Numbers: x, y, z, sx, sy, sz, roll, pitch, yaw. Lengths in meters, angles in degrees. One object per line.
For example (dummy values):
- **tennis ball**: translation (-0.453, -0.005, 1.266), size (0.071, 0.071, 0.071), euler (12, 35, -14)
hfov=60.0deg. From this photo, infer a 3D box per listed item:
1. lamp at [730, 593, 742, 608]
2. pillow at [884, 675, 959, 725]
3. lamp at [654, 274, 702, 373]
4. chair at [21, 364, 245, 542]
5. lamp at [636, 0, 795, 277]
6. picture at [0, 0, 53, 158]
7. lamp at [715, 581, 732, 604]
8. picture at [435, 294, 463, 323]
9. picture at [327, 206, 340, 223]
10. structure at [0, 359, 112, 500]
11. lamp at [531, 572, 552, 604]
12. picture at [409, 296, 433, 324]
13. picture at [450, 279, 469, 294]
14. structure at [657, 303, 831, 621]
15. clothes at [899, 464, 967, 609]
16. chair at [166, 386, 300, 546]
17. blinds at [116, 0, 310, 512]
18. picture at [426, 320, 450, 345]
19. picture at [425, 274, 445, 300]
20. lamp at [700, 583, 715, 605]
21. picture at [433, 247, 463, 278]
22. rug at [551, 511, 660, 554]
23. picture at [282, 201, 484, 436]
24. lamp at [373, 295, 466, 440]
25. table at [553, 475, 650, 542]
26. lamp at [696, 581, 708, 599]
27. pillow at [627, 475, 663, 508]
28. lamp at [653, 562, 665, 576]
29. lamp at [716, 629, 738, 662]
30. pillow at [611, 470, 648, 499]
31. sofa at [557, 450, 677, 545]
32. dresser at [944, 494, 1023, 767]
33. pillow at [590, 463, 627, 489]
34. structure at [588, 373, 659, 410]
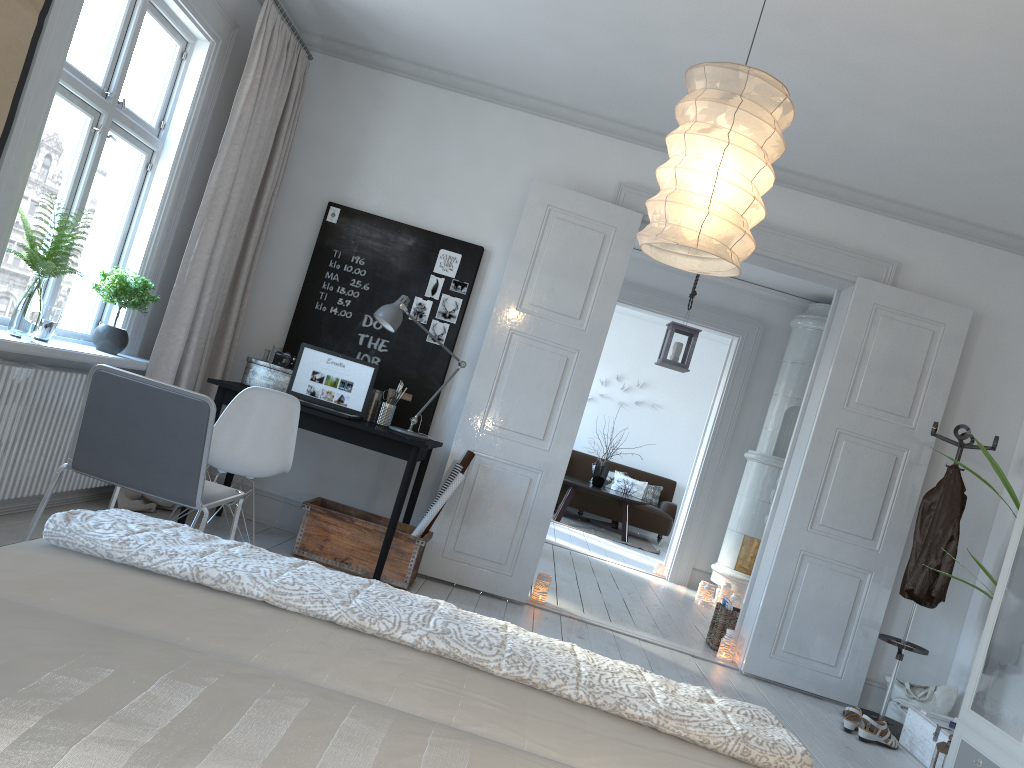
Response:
- **lamp**: translation (1.810, 1.790, 7.217), size (0.089, 0.166, 0.089), euler (17, -1, 2)
- **pillow**: translation (2.227, 1.751, 4.879), size (0.317, 0.314, 0.273), euler (17, -2, 3)
- **lamp**: translation (1.441, -0.962, 6.601), size (0.228, 1.761, 0.228), euler (17, -1, -1)
- **chair**: translation (-1.234, 0.380, 3.048), size (0.562, 0.797, 0.525), euler (17, -1, 3)
- **lamp**: translation (0.691, -0.940, 2.576), size (0.338, 1.230, 0.341), euler (16, -1, 34)
- **picture**: translation (-1.748, -0.982, 2.715), size (0.057, 1.313, 0.793), euler (17, -1, 3)
- **lamp**: translation (1.785, 1.769, 7.465), size (0.098, 0.210, 0.098), euler (17, -1, 7)
- **picture**: translation (-0.363, -0.439, 5.130), size (0.121, 0.152, 0.002), euler (17, -1, 2)
- **picture**: translation (-1.041, -0.987, 5.171), size (0.061, 0.088, 0.004), euler (17, -1, -1)
- **structure**: translation (-2.028, 0.189, 3.821), size (0.195, 0.547, 1.507), euler (17, -2, 3)
- **lamp**: translation (0.175, 1.208, 5.244), size (0.089, 0.166, 0.089), euler (17, -1, -5)
- **picture**: translation (-0.528, -0.426, 5.135), size (0.107, 0.150, 0.001), euler (17, -1, 2)
- **picture**: translation (-0.305, -0.566, 5.133), size (0.095, 0.071, 0.001), euler (17, -1, 2)
- **structure**: translation (2.290, 0.651, 7.653), size (1.251, 2.826, 0.798), euler (18, -2, -42)
- **clothes**: translation (2.241, 0.794, 4.662), size (0.236, 0.770, 0.212), euler (16, -1, 36)
- **chair**: translation (-1.287, 0.389, 4.101), size (0.475, 0.824, 0.553), euler (18, -2, -32)
- **blinds**: translation (-1.496, -0.605, 4.715), size (0.225, 2.646, 0.831), euler (17, -1, 3)
- **picture**: translation (-0.428, -0.299, 5.128), size (0.103, 0.136, 0.001), euler (17, -1, 2)
- **picture**: translation (-0.448, -0.560, 5.137), size (0.083, 0.146, 0.002), euler (17, -1, 2)
- **lamp**: translation (1.623, 1.738, 7.339), size (0.089, 0.166, 0.089), euler (17, -1, 4)
- **picture**: translation (-0.370, -0.704, 5.138), size (0.147, 0.154, 0.004), euler (17, -1, 2)
- **rug**: translation (0.912, 1.714, 10.832), size (1.709, 0.055, 1.457), euler (17, -2, 3)
- **picture**: translation (-0.786, -0.371, 5.173), size (0.952, 1.172, 0.064), euler (17, -1, 2)
- **lamp**: translation (-0.543, -0.089, 4.853), size (0.618, 0.715, 0.229), euler (18, -1, -27)
- **table**: translation (0.975, 1.497, 10.810), size (1.301, 0.503, 1.299), euler (17, -2, -7)
- **lamp**: translation (1.629, 1.759, 7.570), size (0.084, 0.146, 0.084), euler (17, -1, 7)
- **pillow**: translation (1.711, 1.415, 11.683), size (0.542, 0.287, 0.183), euler (17, -1, 3)
- **lamp**: translation (1.361, 1.712, 8.210), size (0.093, 0.110, 0.094), euler (16, -2, 20)
- **lamp**: translation (1.269, 1.535, 5.209), size (0.093, 0.179, 0.092), euler (17, -1, -14)
- **pillow**: translation (1.519, 1.339, 11.579), size (0.470, 0.309, 0.188), euler (17, -1, 3)
- **sofa**: translation (1.058, 1.372, 11.601), size (2.164, 0.824, 0.969), euler (17, -2, 2)
- **dresser**: translation (2.194, 0.680, 2.723), size (0.630, 2.162, 1.433), euler (17, -1, 3)
- **pillow**: translation (1.239, 1.267, 11.667), size (0.473, 0.347, 0.158), euler (17, -1, 1)
- **structure**: translation (1.520, 0.128, 12.087), size (1.025, 0.478, 0.085), euler (17, -1, 2)
